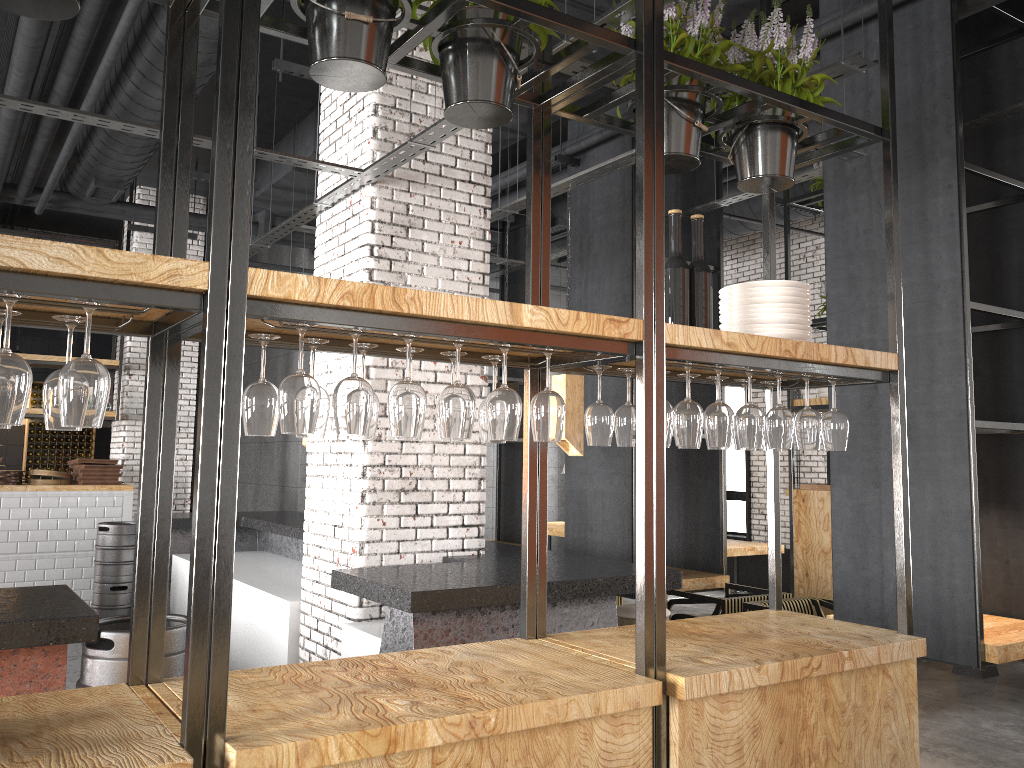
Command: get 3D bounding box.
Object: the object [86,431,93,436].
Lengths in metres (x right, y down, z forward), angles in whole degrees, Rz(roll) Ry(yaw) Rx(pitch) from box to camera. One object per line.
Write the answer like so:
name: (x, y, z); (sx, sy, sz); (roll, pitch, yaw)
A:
object: (-6.212, 0.727, 13.039); (0.079, 0.079, 0.283); (5, -6, -33)

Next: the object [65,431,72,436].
object: (-6.437, 0.708, 12.868); (0.079, 0.079, 0.283); (5, -6, -33)

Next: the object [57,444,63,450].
object: (-6.519, 0.912, 12.794); (0.079, 0.079, 0.283); (5, -6, -33)

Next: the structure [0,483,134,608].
structure: (-7.049, 1.670, 8.830); (5.796, 1.349, 1.509); (4, -7, -33)

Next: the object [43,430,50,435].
object: (-6.663, 0.690, 12.698); (0.079, 0.079, 0.283); (5, -6, -33)

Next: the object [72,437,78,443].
object: (-6.347, 0.817, 12.889); (0.079, 0.079, 0.283); (5, -6, -33)

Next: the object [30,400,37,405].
object: (-6.836, 0.262, 12.673); (0.079, 0.079, 0.283); (5, -6, -33)

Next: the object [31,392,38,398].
object: (-6.832, 0.157, 12.681); (0.079, 0.079, 0.283); (5, -6, -33)

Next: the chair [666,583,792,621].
chair: (1.540, 1.857, 6.368); (0.656, 0.732, 0.637); (4, -7, -31)

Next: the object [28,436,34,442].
object: (-6.833, 0.784, 12.599); (0.079, 0.079, 0.283); (5, -6, -33)

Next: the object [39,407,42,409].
object: (-6.748, 0.371, 12.697); (0.079, 0.079, 0.283); (5, -6, -33)

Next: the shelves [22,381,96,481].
shelves: (-6.558, 1.064, 12.832); (0.888, 2.153, 0.250); (5, -7, -33)

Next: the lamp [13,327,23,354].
lamp: (-7.005, -0.429, 12.556); (0.390, 0.939, 0.390); (4, -7, -31)

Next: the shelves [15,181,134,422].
shelves: (-7.084, -1.259, 9.186); (5.672, 3.073, 0.596); (4, -7, -33)

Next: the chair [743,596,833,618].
chair: (1.965, 1.806, 5.725); (0.656, 0.732, 0.637); (4, -7, -31)

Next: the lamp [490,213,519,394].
lamp: (-0.041, -0.405, 5.527); (0.127, 1.398, 0.127); (5, -7, -33)

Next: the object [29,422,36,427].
object: (-6.825, 0.574, 12.615); (0.079, 0.079, 0.283); (5, -6, -33)

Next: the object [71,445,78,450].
object: (-6.362, 0.923, 12.897); (0.079, 0.079, 0.283); (5, -6, -33)

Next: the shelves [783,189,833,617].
shelves: (3.563, -0.101, 8.279); (2.331, 5.030, 0.689); (5, -7, -33)

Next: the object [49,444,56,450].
object: (-6.598, 0.906, 12.743); (0.079, 0.079, 0.283); (5, -6, -33)

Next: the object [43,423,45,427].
object: (-6.672, 0.586, 12.725); (0.079, 0.079, 0.283); (5, -6, -33)

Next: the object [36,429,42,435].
object: (-6.753, 0.685, 12.662); (0.079, 0.079, 0.283); (5, -6, -33)

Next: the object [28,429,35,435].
object: (-6.840, 0.680, 12.624); (0.079, 0.079, 0.283); (5, -6, -33)

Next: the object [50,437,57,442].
object: (-6.584, 0.800, 12.735); (0.079, 0.079, 0.283); (5, -6, -33)

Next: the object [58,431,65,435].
object: (-6.503, 0.701, 12.798); (0.079, 0.079, 0.283); (5, -6, -33)

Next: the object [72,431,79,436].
object: (-6.348, 0.713, 12.904); (0.079, 0.079, 0.283); (5, -6, -33)

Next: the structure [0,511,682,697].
structure: (-2.519, 1.361, 5.730); (4.307, 1.537, 5.869); (4, -6, -33)

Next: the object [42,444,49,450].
object: (-6.672, 0.900, 12.684); (0.079, 0.079, 0.283); (5, -6, -33)

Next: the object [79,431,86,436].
object: (-6.280, 0.720, 12.971); (0.079, 0.079, 0.283); (5, -6, -33)

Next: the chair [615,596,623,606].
chair: (0.535, 1.979, 7.905); (0.656, 0.732, 0.637); (5, -7, -34)

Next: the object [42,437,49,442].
object: (-6.684, 0.797, 12.715); (0.079, 0.079, 0.283); (5, -6, -33)

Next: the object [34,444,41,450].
object: (-6.756, 0.895, 12.640); (0.079, 0.079, 0.283); (5, -6, -33)

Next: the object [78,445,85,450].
object: (-6.291, 0.930, 12.961); (0.079, 0.079, 0.283); (5, -6, -33)

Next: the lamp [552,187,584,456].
lamp: (0.316, -0.372, 4.978); (0.127, 1.550, 0.127); (5, -7, -33)

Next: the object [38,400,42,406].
object: (-6.746, 0.266, 12.708); (0.079, 0.079, 0.283); (5, -6, -33)

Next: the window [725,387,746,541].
window: (3.064, 0.767, 12.130); (0.364, 2.705, 0.747); (5, -7, -33)

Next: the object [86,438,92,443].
object: (-6.202, 0.830, 13.011); (0.079, 0.079, 0.283); (5, -6, -33)

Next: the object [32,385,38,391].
object: (-6.812, 0.050, 12.664); (0.079, 0.079, 0.283); (5, -6, -33)

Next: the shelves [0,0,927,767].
shelves: (-0.241, -0.670, 2.516); (3.656, 5.030, 0.689); (5, -7, -33)

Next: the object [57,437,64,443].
object: (-6.507, 0.806, 12.790); (0.079, 0.079, 0.283); (5, -6, -33)

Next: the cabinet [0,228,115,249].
cabinet: (-8.271, -1.266, 11.149); (5.859, 1.772, 0.681); (4, -7, -33)

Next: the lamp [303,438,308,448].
lamp: (-1.831, -0.116, 8.221); (0.127, 1.550, 0.127); (5, -7, -33)

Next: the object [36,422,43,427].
object: (-6.738, 0.579, 12.655); (0.079, 0.079, 0.283); (5, -6, -33)

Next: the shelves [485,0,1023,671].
shelves: (1.109, -0.528, 7.392); (1.002, 4.376, 6.139); (5, -7, -33)

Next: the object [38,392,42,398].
object: (-6.732, 0.160, 12.700); (0.079, 0.079, 0.283); (5, -6, -33)

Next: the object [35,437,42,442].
object: (-6.765, 0.791, 12.667); (0.079, 0.079, 0.283); (5, -6, -33)

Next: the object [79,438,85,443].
object: (-6.290, 0.825, 12.973); (0.079, 0.079, 0.283); (5, -6, -33)

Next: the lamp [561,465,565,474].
lamp: (0.958, 0.045, 12.307); (0.536, 2.411, 0.535); (0, -6, 9)

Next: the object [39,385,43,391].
object: (-6.752, 0.058, 12.744); (0.079, 0.079, 0.283); (5, -6, -33)

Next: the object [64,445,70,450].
object: (-6.451, 0.919, 12.862); (0.079, 0.079, 0.283); (5, -6, -33)

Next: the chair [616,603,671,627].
chair: (0.713, 1.694, 5.176); (0.438, 0.807, 0.480); (-3, -7, 30)

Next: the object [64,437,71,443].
object: (-6.447, 0.814, 12.870); (0.079, 0.079, 0.283); (5, -6, -33)

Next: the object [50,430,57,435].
object: (-6.595, 0.697, 12.765); (0.079, 0.079, 0.283); (5, -6, -33)

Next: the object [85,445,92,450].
object: (-6.193, 0.934, 12.984); (0.079, 0.079, 0.283); (5, -6, -33)
